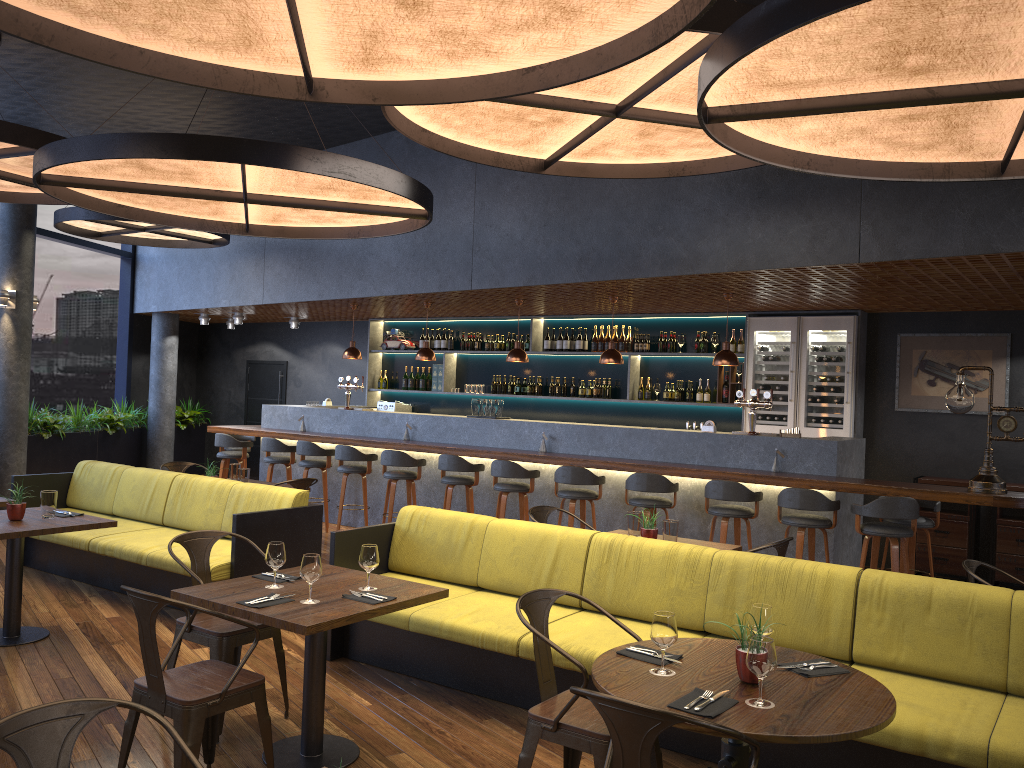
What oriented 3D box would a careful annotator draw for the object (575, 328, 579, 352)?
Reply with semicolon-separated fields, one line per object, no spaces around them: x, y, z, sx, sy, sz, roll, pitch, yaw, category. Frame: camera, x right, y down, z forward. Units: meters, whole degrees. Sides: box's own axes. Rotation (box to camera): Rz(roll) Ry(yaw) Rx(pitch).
0.859;-0.560;11.395;0.085;0.310;0.086;2;0;-28;object

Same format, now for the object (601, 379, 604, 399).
1.163;0.059;11.221;0.063;0.254;0.063;2;0;-28;object

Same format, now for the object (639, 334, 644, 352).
1.572;-0.493;10.766;0.056;0.227;0.056;2;0;11;object

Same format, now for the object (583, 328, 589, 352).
0.936;-0.557;11.339;0.085;0.310;0.086;2;0;-15;object

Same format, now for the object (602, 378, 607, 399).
1.154;0.057;11.038;0.063;0.254;0.063;2;0;42;object

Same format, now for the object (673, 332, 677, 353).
1.941;-0.494;10.623;0.063;0.254;0.063;2;0;22;object

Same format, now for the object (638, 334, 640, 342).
1.556;-0.493;10.851;0.056;0.227;0.056;2;0;36;object

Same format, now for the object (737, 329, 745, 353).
2.620;-0.483;10.134;0.079;0.281;0.079;2;0;3;object

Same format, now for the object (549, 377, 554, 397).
0.518;0.035;11.480;0.063;0.254;0.063;2;0;7;object

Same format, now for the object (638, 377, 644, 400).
1.580;0.059;10.833;0.079;0.281;0.079;2;0;38;object

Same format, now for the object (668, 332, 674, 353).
1.889;-0.496;10.544;0.063;0.254;0.063;2;0;7;object

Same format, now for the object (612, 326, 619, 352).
1.282;-0.556;10.967;0.084;0.330;0.084;2;0;41;object

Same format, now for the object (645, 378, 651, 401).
1.657;0.062;10.780;0.079;0.281;0.079;2;0;13;object

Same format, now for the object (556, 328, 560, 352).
0.622;-0.568;11.550;0.085;0.310;0.086;2;0;-28;object

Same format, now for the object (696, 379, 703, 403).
2.206;0.080;10.402;0.079;0.281;0.079;2;0;8;object

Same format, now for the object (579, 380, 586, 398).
0.894;0.063;11.260;0.088;0.224;0.088;2;0;4;object

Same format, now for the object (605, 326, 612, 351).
1.200;-0.559;11.029;0.084;0.330;0.084;2;0;41;object

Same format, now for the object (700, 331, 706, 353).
2.223;-0.485;10.290;0.063;0.254;0.063;2;0;-28;object

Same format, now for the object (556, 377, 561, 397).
0.600;0.038;11.423;0.063;0.254;0.063;2;0;-18;object

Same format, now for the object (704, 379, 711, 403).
2.284;0.083;10.348;0.079;0.281;0.079;2;0;28;object

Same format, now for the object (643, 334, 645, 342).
1.605;-0.492;10.817;0.056;0.227;0.056;2;0;-4;object

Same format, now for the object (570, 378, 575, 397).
0.787;0.045;11.438;0.063;0.254;0.063;2;0;-8;object

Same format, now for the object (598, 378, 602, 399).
1.101;0.056;11.163;0.063;0.254;0.063;2;0;-28;object

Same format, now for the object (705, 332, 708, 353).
2.268;-0.482;10.382;0.063;0.254;0.063;2;0;-3;object

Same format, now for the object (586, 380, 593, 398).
0.983;0.066;11.200;0.088;0.224;0.088;3;0;-41;object

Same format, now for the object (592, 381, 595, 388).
1.048;0.070;11.292;0.088;0.224;0.088;2;0;29;object

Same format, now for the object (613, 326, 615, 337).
1.280;-0.556;11.083;0.084;0.330;0.084;2;0;41;object

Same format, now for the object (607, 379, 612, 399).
1.222;0.060;11.121;0.063;0.254;0.063;2;0;7;object

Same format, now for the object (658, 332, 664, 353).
1.784;-0.500;10.607;0.063;0.254;0.063;2;0;32;object

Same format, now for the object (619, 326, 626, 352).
1.363;-0.554;10.915;0.084;0.330;0.084;2;0;41;object

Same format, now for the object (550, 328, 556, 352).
0.540;-0.571;11.607;0.085;0.310;0.086;3;0;-41;object

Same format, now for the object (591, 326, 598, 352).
1.046;-0.565;11.134;0.084;0.330;0.084;2;0;41;object

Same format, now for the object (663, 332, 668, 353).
1.846;-0.497;10.687;0.063;0.254;0.063;2;0;-3;object

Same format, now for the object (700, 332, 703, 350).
2.243;-0.483;10.473;0.063;0.254;0.063;2;0;-28;object

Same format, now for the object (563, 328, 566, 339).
0.700;-0.565;11.502;0.085;0.310;0.086;2;0;-15;object

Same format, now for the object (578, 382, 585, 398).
0.894;0.073;11.394;0.097;0.206;0.097;2;0;-24;object

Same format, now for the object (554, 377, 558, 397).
0.581;0.038;11.570;0.063;0.254;0.063;2;0;22;object

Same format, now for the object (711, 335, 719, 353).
2.346;-0.456;10.254;0.097;0.206;0.097;2;0;3;object

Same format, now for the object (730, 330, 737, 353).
2.542;-0.486;10.188;0.079;0.281;0.079;2;0;43;object

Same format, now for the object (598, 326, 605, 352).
1.124;-0.562;11.082;0.084;0.330;0.084;2;0;41;object

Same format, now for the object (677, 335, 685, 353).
1.993;-0.469;10.479;0.097;0.206;0.097;2;0;3;object

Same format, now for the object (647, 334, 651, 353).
1.656;-0.490;10.782;0.056;0.227;0.056;2;0;36;object

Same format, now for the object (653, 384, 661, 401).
1.744;0.102;10.654;0.097;0.206;0.097;2;0;3;object

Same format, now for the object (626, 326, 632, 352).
1.455;-0.550;11.002;0.084;0.330;0.084;2;0;41;object

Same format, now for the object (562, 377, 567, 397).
0.685;0.042;11.499;0.063;0.254;0.063;2;0;7;object

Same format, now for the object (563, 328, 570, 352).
0.702;-0.566;11.383;0.085;0.310;0.086;2;0;-28;object

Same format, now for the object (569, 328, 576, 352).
0.778;-0.563;11.444;0.085;0.310;0.086;3;0;-44;object

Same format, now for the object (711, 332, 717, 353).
2.372;-0.478;10.388;0.063;0.254;0.063;2;0;42;object

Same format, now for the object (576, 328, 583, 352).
0.863;-0.560;11.275;0.085;0.310;0.086;2;0;-22;object

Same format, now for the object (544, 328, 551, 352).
0.463;-0.574;11.545;0.085;0.310;0.086;2;0;-28;object

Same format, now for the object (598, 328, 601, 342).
1.124;-0.561;11.190;0.084;0.330;0.084;2;0;41;object

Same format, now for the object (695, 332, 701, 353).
2.179;-0.486;10.394;0.063;0.254;0.063;2;0;-13;object

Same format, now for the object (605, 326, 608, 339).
1.201;-0.559;11.134;0.084;0.330;0.084;2;0;41;object

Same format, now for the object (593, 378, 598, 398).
1.048;0.054;11.082;0.063;0.254;0.063;2;0;27;object

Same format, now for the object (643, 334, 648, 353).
1.623;-0.492;10.731;0.056;0.227;0.056;2;0;21;object

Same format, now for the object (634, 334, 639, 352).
1.521;-0.495;10.800;0.056;0.227;0.056;2;0;-4;object
